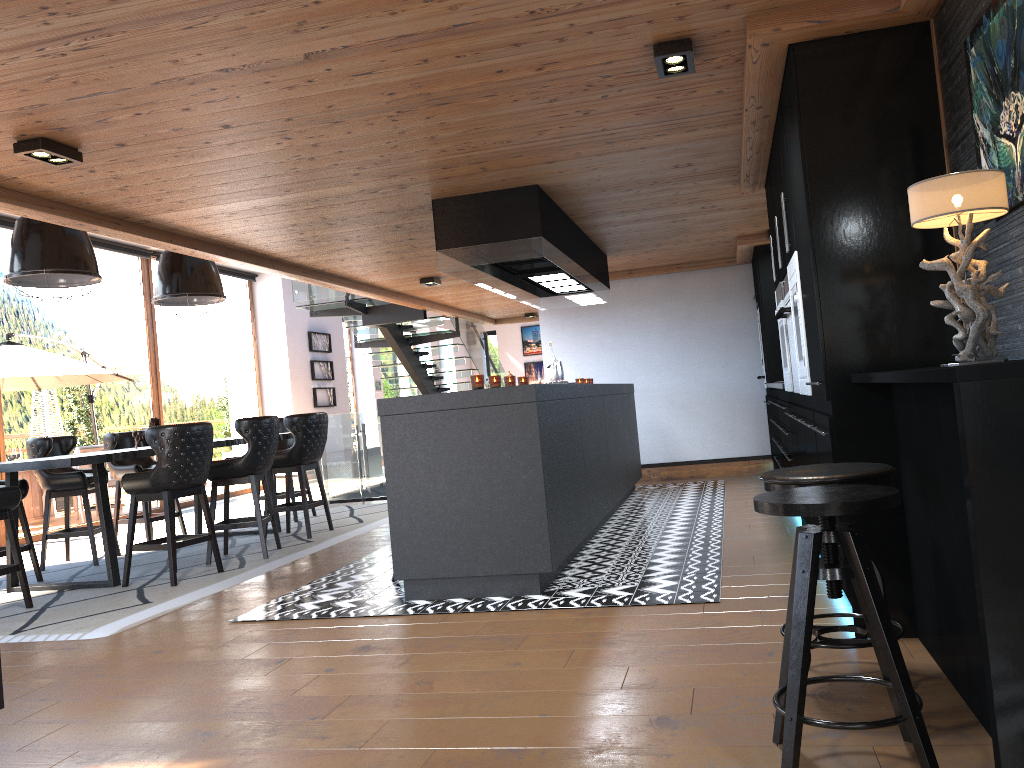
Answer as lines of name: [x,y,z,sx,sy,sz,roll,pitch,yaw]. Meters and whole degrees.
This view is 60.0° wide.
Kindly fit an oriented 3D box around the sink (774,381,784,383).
sink: [2.330,-0.162,7.051,0.460,0.420,0.967,-6,-1,14]

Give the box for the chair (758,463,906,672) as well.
chair: [1.087,0.640,2.971,0.438,0.717,0.444,-6,-2,17]

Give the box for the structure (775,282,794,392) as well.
structure: [1.880,-0.298,5.590,0.380,0.673,0.603,-6,-2,13]

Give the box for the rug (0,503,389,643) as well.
rug: [-2.660,1.430,7.590,2.537,0.047,5.661,-6,-1,13]

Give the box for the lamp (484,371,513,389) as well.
lamp: [-0.393,0.622,23.286,0.521,1.899,1.337,-7,-2,34]

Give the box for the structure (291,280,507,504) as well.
structure: [-3.344,1.226,12.907,9.160,6.401,11.083,-6,-1,13]

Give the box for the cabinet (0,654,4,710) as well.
cabinet: [-1.497,0.552,1.656,0.356,0.468,0.960,-6,-1,14]

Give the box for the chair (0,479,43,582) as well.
chair: [-3.856,0.966,6.413,0.565,1.092,0.506,-6,-2,12]

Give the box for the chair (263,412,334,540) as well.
chair: [-1.882,0.815,7.863,0.565,1.092,0.506,-6,-2,12]

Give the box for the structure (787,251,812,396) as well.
structure: [1.409,-0.280,4.369,0.039,0.672,0.596,-6,-2,14]

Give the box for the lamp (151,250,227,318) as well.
lamp: [-3.032,-2.920,7.855,0.628,4.686,0.614,-4,-2,-32]

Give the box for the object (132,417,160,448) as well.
object: [-3.008,0.402,7.299,0.223,0.253,0.115,-5,-2,-24]

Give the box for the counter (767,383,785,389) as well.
counter: [2.375,-0.012,7.123,0.528,0.040,2.581,-6,-1,14]

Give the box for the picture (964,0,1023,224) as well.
picture: [1.381,-0.809,2.405,0.010,0.594,0.930,-6,-2,14]

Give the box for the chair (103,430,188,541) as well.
chair: [-3.411,0.972,8.149,0.563,1.092,0.508,-6,-2,22]

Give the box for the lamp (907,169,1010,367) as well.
lamp: [1.261,-0.310,2.467,0.246,0.516,0.249,-6,-2,17]

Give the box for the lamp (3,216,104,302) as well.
lamp: [-3.416,-2.918,6.301,0.628,4.686,0.614,-4,-2,-32]

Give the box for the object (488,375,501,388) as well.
object: [-0.101,-0.008,5.222,0.080,0.081,0.078,-4,-2,-32]

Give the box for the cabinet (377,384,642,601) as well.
cabinet: [0.321,0.588,7.041,0.884,1.104,4.826,-6,-1,14]

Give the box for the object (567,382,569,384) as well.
object: [0.555,0.020,9.261,0.080,0.081,0.078,-4,-2,-42]

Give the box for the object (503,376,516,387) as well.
object: [-0.013,-0.009,5.580,0.080,0.081,0.078,-4,-2,-32]

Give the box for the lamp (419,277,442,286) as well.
lamp: [-0.848,-1.071,9.223,0.154,0.068,0.262,-6,-1,13]

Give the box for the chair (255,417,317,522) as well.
chair: [-2.391,0.893,9.258,0.501,1.092,0.571,-6,-2,12]

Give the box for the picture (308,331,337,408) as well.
picture: [-3.330,-0.249,15.579,0.059,1.312,0.778,-6,-2,14]

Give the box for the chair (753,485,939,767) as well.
chair: [0.847,0.645,2.298,0.391,0.721,0.395,-6,-2,13]

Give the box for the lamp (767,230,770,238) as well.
lamp: [2.431,-1.398,8.175,0.154,0.068,0.153,-6,-1,13]

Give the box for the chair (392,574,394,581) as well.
chair: [-0.483,0.762,5.625,0.466,0.840,0.542,-6,-2,14]

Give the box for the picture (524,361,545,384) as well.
picture: [0.791,-0.214,24.212,0.874,0.816,0.036,-6,-2,12]

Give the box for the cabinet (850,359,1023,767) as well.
cabinet: [1.352,0.447,2.535,0.427,1.010,1.634,-6,-2,14]

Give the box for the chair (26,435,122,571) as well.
chair: [-3.672,0.970,7.363,0.569,1.092,0.503,-5,-2,-3]

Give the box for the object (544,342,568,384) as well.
object: [0.398,-0.172,8.342,0.225,0.452,0.226,-6,-2,13]

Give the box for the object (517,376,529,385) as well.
object: [0.076,-0.009,5.937,0.080,0.081,0.078,-4,-2,-32]

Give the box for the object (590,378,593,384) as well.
object: [0.763,-0.011,8.722,0.080,0.081,0.078,-5,-2,-22]

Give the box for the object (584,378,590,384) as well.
object: [0.717,-0.011,8.537,0.080,0.081,0.078,-5,-2,-22]

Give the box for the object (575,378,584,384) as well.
object: [0.625,-0.011,8.163,0.080,0.081,0.078,-5,-2,-22]

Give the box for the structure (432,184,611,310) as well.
structure: [0.228,-1.010,7.275,0.707,0.476,3.267,-6,-1,14]

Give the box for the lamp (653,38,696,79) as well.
lamp: [0.664,-1.335,3.623,0.154,0.068,0.262,-6,-1,13]

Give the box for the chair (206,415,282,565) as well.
chair: [-2.066,0.811,6.912,0.569,1.092,0.503,-5,-2,-3]

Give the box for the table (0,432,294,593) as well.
table: [-2.838,0.983,7.303,1.421,0.950,3.816,-6,-1,14]

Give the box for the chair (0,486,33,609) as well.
chair: [-3.309,0.891,5.316,0.501,1.092,0.571,-6,-2,12]

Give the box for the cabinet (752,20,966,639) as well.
cabinet: [2.196,-0.239,6.500,0.540,2.381,6.464,-6,-1,14]

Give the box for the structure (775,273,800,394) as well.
structure: [1.549,-0.280,4.983,0.089,0.673,0.597,-6,-2,14]

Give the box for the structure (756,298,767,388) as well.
structure: [2.696,-0.426,9.380,0.254,0.946,0.600,-6,-2,14]

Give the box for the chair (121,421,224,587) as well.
chair: [-2.325,0.827,6.125,0.563,1.092,0.508,-6,-2,22]

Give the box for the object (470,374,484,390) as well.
object: [-0.189,-0.008,4.864,0.080,0.081,0.078,-4,-2,-32]

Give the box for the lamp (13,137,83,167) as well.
lamp: [-2.122,-1.067,4.061,0.154,0.068,0.262,-6,-1,13]

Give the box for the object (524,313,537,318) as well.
object: [0.295,-1.074,13.852,0.154,0.068,0.262,-6,-1,13]

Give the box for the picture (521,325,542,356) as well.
picture: [0.700,-1.204,24.245,0.874,0.816,0.036,-6,-2,12]
